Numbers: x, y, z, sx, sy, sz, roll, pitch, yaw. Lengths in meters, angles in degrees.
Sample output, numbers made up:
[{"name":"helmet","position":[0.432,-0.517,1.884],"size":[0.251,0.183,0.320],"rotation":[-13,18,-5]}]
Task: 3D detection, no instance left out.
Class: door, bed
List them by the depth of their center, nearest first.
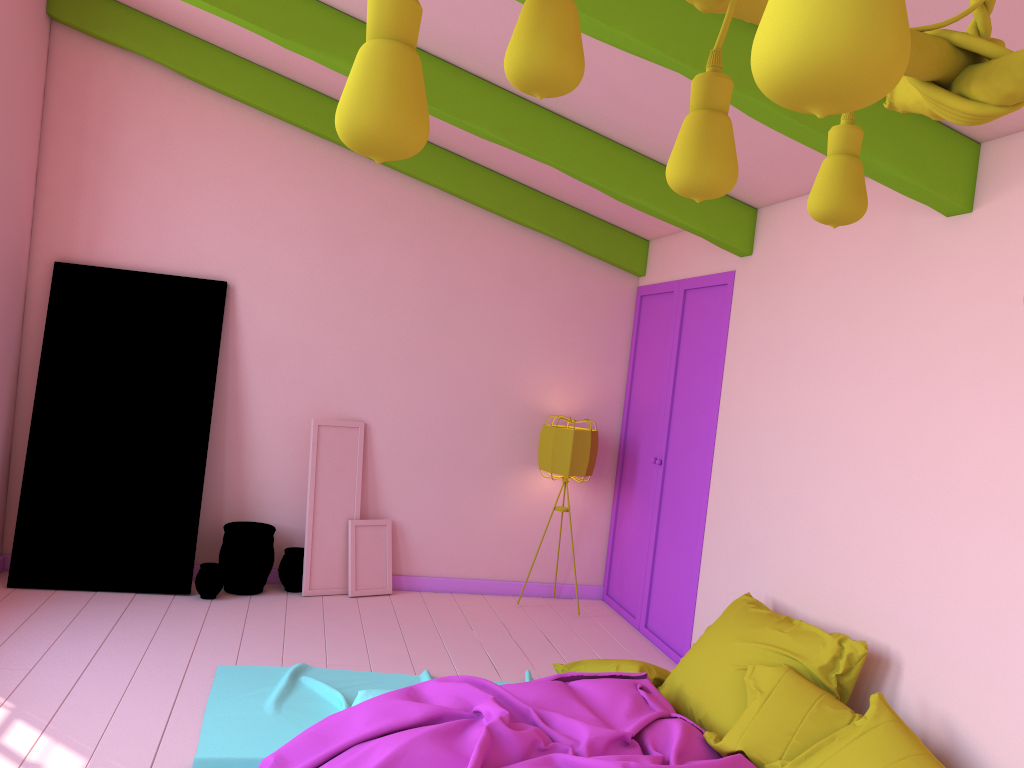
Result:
[{"name":"bed","position":[0.117,1.528,3.476],"size":[2.803,0.514,3.574],"rotation":[6,1,-13]},{"name":"door","position":[-2.705,0.305,6.162],"size":[1.153,2.212,0.449],"rotation":[6,2,-13]},{"name":"door","position":[1.078,0.537,6.425],"size":[0.108,2.591,1.676],"rotation":[6,2,-13]}]

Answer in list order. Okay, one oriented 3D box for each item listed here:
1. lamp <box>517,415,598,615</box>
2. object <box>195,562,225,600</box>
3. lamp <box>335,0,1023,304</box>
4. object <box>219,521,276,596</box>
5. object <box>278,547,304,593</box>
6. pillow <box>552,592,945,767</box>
[{"name":"lamp","position":[0.400,0.986,6.848],"size":[0.491,1.467,0.476],"rotation":[7,2,17]},{"name":"object","position":[-2.088,1.365,6.127],"size":[0.199,0.234,0.199],"rotation":[8,2,44]},{"name":"lamp","position":[0.689,-1.183,0.747],"size":[1.611,2.265,1.774],"rotation":[5,2,-31]},{"name":"object","position":[-1.910,1.254,6.388],"size":[0.385,0.471,0.386],"rotation":[7,2,29]},{"name":"object","position":[-1.595,1.374,6.544],"size":[0.260,0.306,0.260],"rotation":[7,2,19]},{"name":"pillow","position":[1.131,1.466,3.972],"size":[0.849,0.822,2.615],"rotation":[6,1,-24]}]
